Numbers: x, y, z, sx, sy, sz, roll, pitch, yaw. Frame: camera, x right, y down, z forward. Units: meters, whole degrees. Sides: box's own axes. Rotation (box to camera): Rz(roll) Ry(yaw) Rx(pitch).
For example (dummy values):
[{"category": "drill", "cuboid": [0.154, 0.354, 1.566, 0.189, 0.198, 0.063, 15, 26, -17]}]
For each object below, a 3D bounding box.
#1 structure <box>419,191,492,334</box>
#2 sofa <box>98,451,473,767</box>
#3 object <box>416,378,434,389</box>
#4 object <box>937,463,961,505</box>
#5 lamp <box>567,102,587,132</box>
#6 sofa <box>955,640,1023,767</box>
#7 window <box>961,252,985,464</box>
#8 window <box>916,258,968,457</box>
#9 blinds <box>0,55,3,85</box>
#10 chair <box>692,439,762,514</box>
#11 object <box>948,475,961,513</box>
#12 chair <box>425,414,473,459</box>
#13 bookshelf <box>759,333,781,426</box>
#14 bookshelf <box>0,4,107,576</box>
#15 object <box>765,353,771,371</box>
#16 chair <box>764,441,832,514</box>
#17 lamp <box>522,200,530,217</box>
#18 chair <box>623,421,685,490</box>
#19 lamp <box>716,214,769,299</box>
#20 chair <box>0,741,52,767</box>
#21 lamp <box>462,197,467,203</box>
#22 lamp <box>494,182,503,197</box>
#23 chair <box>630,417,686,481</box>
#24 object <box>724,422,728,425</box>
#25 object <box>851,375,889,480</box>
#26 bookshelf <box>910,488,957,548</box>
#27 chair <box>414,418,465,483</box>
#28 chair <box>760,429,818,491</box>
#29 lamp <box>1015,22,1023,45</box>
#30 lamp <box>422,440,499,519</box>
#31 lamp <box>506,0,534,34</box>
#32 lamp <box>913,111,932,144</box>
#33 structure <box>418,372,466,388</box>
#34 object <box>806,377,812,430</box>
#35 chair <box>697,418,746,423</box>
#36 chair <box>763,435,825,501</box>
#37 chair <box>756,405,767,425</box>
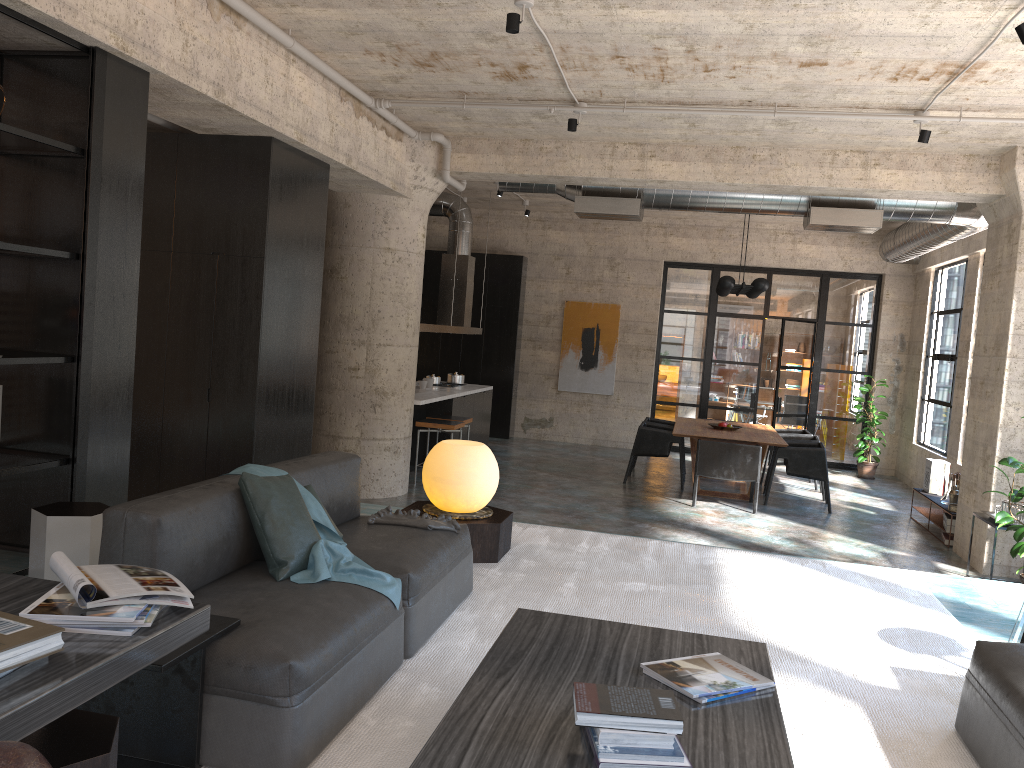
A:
[{"category": "structure", "cuboid": [-0.944, -1.723, 11.541, 0.538, 2.100, 3.117, 5, 4, 12]}, {"category": "sofa", "cuboid": [-0.870, 0.716, 3.613, 1.019, 0.680, 2.063, 5, 4, 12]}, {"category": "object", "cuboid": [-1.144, -0.012, 11.651, 0.188, 0.133, 0.437, 5, 4, 12]}, {"category": "object", "cuboid": [4.688, 1.066, 9.481, 0.199, 0.365, 0.703, 6, 4, 23]}, {"category": "lamp", "cuboid": [0.525, -2.141, 7.115, 0.141, 0.215, 0.107, 4, 4, -6]}, {"category": "sofa", "cuboid": [1.936, 1.024, 2.179, 1.019, 0.680, 2.063, 5, 4, 12]}, {"category": "window", "cuboid": [5.333, -0.259, 9.706, 0.081, 2.530, 1.780, 5, 4, 12]}, {"category": "window", "cuboid": [6.421, -0.490, 14.893, 0.081, 2.530, 7.902, 5, 4, 12]}, {"category": "blinds", "cuboid": [-3.073, -0.176, 3.198, 0.136, 3.160, 2.915, 5, 4, 12]}, {"category": "chair", "cuboid": [2.446, 1.014, 10.130, 0.707, 0.738, 0.754, 5, 4, 12]}, {"category": "object", "cuboid": [4.523, 1.103, 8.920, 0.415, 0.333, 0.248, 1, 5, -42]}, {"category": "chair", "cuboid": [-0.773, 0.749, 10.650, 0.450, 0.698, 0.450, 5, 4, 12]}, {"category": "bookshelf", "cuboid": [5.792, -0.062, 20.182, 3.034, 2.179, 0.366, 5, 4, 12]}, {"category": "bookshelf", "cuboid": [-2.710, -0.335, 3.120, 0.628, 2.571, 2.900, 5, 4, 12]}, {"category": "object", "cuboid": [5.820, -0.498, 20.119, 0.121, 0.395, 0.062, 5, 4, 14]}, {"category": "chair", "cuboid": [3.418, 1.066, 10.528, 0.754, 0.738, 0.707, 6, 4, 17]}, {"category": "lamp", "cuboid": [0.216, -2.688, 13.584, 0.145, 0.236, 0.107, 4, 4, -5]}, {"category": "chair", "cuboid": [1.854, 0.894, 11.343, 0.754, 0.738, 0.707, 5, 4, 12]}, {"category": "lamp", "cuboid": [2.930, -1.785, 11.161, 0.583, 1.327, 1.813, 5, 4, 12]}, {"category": "chair", "cuboid": [-0.952, 0.739, 1.047, 0.975, 0.940, 0.820, 2, 4, -38]}, {"category": "lamp", "cuboid": [-0.739, -2.775, 13.780, 0.145, 0.236, 0.107, 4, 4, -5]}, {"category": "lamp", "cuboid": [-0.177, -2.604, 11.759, 0.145, 0.236, 0.107, 4, 4, -5]}, {"category": "chair", "cuboid": [2.012, 0.862, 12.059, 0.754, 0.738, 0.707, 5, 4, 12]}, {"category": "object", "cuboid": [2.749, 0.527, 11.328, 0.110, 0.082, 0.088, 2, 4, -38]}, {"category": "object", "cuboid": [5.364, 0.647, 13.332, 0.514, 1.552, 0.886, 5, 4, 9]}, {"category": "bookshelf", "cuboid": [4.632, 1.422, 9.446, 0.350, 0.347, 1.600, 5, 4, 12]}, {"category": "chair", "cuboid": [-0.836, 0.777, 10.109, 0.450, 0.698, 0.450, 5, 4, 12]}, {"category": "chair", "cuboid": [3.784, 0.997, 12.123, 0.754, 0.738, 0.707, 5, 4, 12]}, {"category": "lamp", "cuboid": [2.552, -1.794, 4.342, 0.144, 0.252, 0.107, 4, 3, -4]}, {"category": "lamp", "cuboid": [-0.309, 0.558, 5.319, 0.462, 0.417, 0.462, 7, 5, 40]}, {"category": "lamp", "cuboid": [0.045, -2.041, 4.857, 0.141, 0.215, 0.107, 4, 4, -6]}, {"category": "lamp", "cuboid": [3.044, -1.900, 6.587, 0.107, 0.236, 0.145, 4, 4, -5]}, {"category": "structure", "cuboid": [-0.978, -0.084, 12.598, 0.506, 0.187, 0.833, 5, 4, 12]}, {"category": "object", "cuboid": [6.213, 0.325, 18.824, 0.304, 1.640, 0.342, 5, 4, 12]}, {"category": "chair", "cuboid": [2.977, 0.899, 12.698, 0.707, 0.738, 0.754, 5, 4, 12]}, {"category": "chair", "cuboid": [3.640, 1.034, 11.344, 0.754, 0.738, 0.707, 6, 4, 17]}, {"category": "chair", "cuboid": [4.747, 0.586, 17.818, 0.684, 1.015, 0.653, 1, 5, -44]}]
